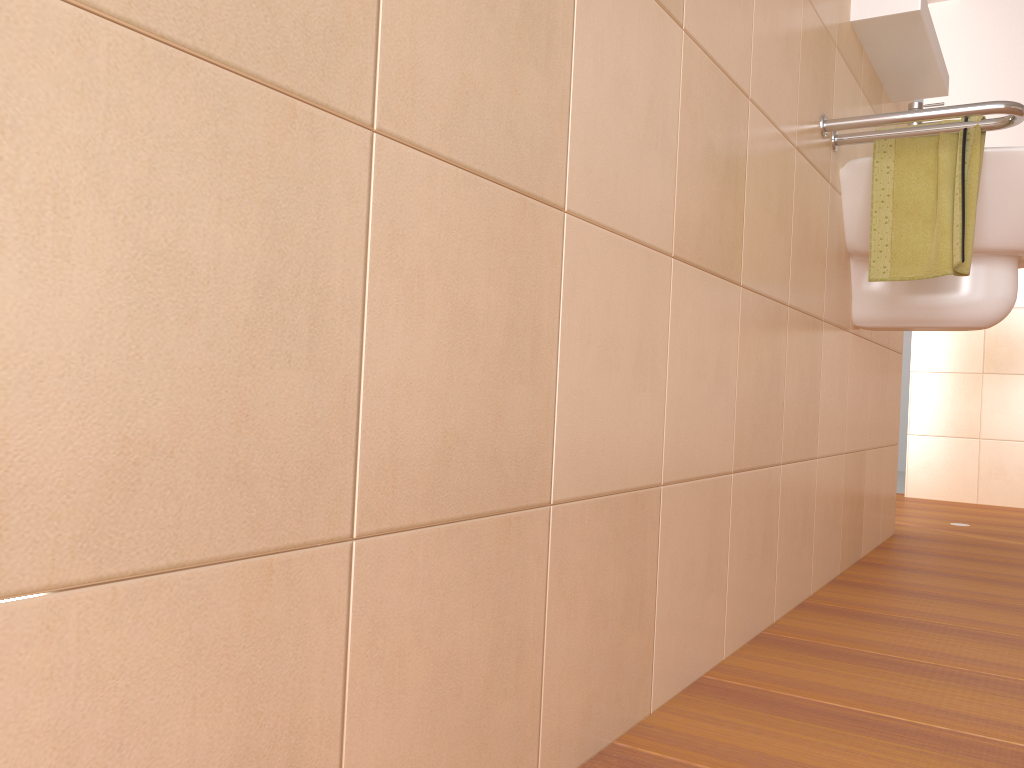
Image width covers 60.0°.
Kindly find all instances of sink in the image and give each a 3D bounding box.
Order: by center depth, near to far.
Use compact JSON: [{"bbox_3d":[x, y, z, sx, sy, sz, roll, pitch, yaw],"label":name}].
[{"bbox_3d":[1.047,-0.370,1.921,0.539,0.516,0.683,2,-1,31],"label":"sink"}]

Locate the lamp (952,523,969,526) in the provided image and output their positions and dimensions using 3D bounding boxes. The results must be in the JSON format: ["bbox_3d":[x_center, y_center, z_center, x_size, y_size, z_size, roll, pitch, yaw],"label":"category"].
[{"bbox_3d":[0.880,0.421,1.450,2.893,0.001,3.173,2,-1,31],"label":"lamp"}]

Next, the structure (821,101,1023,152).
[{"bbox_3d":[0.746,-0.473,1.613,0.333,0.042,0.142,2,-1,31],"label":"structure"}]

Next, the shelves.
[{"bbox_3d":[0.895,-0.760,2.028,0.138,0.050,0.554,2,-1,31],"label":"shelves"}]

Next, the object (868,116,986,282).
[{"bbox_3d":[0.773,-0.343,1.659,0.085,0.306,0.181,3,-1,-42],"label":"object"}]
